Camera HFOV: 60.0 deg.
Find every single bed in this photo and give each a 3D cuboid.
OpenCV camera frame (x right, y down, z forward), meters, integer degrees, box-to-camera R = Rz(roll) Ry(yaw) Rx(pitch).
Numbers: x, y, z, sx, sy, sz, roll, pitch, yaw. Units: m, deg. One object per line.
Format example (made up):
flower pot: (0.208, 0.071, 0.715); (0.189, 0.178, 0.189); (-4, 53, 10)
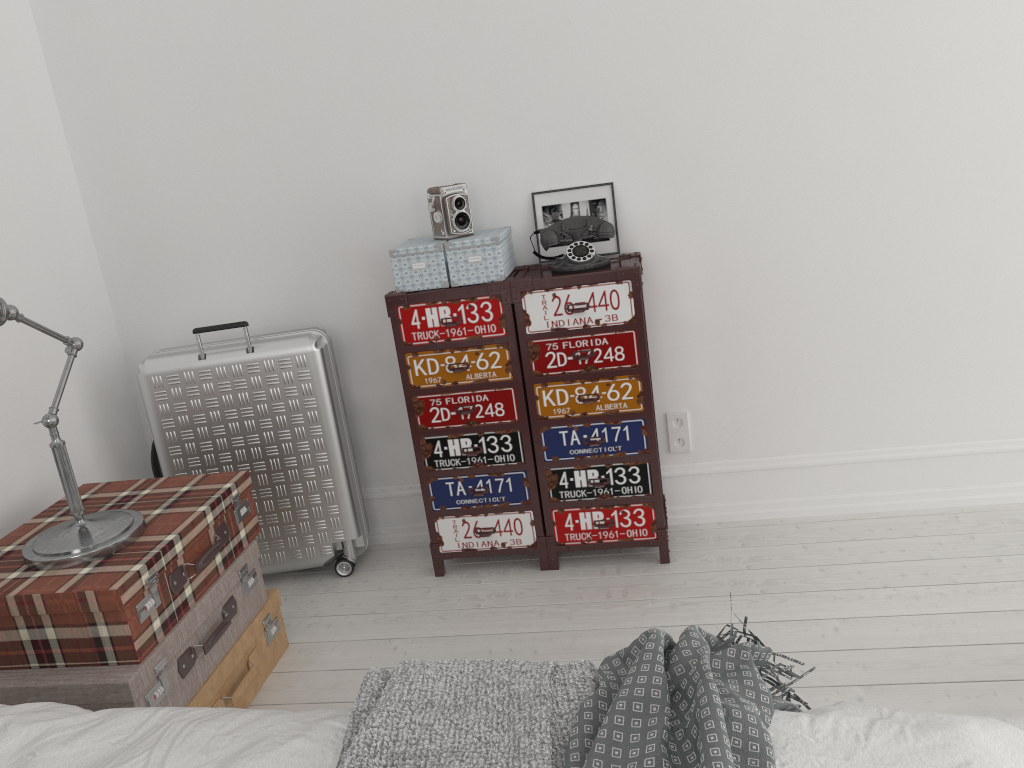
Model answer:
bed: (-0.469, 0.838, 0.551); (2.473, 0.926, 2.217); (-5, 16, 10)

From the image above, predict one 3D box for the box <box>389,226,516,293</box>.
box: (-0.174, -0.381, 2.703); (0.332, 0.131, 0.242); (-5, 16, 10)

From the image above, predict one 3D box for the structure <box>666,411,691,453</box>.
structure: (0.548, 0.160, 2.919); (0.070, 0.140, 0.009); (-5, 16, 10)

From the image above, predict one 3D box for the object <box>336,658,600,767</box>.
object: (-0.187, 0.926, 0.525); (0.521, 0.500, 2.236); (-5, 16, 13)

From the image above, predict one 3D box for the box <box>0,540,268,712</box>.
box: (-0.975, 0.634, 2.209); (0.537, 0.185, 0.647); (-5, 16, 10)

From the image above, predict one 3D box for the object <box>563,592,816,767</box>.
object: (0.166, 0.786, 0.452); (0.536, 0.377, 2.154); (-5, 16, 12)

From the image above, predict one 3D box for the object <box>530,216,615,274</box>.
object: (0.182, -0.420, 2.642); (0.216, 0.155, 0.181); (5, 20, 38)

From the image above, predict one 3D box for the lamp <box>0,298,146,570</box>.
lamp: (-1.071, 0.070, 1.932); (0.269, 0.699, 0.488); (-5, 16, 10)

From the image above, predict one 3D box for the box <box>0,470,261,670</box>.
box: (-0.997, 0.442, 2.214); (0.537, 0.185, 0.647); (-5, 16, 10)

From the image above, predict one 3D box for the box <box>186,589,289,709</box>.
box: (-0.942, 0.793, 2.313); (0.537, 0.185, 0.647); (-5, 16, 10)

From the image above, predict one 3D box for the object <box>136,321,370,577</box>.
object: (-0.862, 0.225, 2.941); (0.647, 0.902, 0.208); (-8, 16, 0)

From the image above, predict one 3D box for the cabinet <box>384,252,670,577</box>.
cabinet: (0.073, 0.111, 2.810); (0.762, 0.942, 0.281); (-5, 16, 10)

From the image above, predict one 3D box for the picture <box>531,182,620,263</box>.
picture: (0.198, -0.499, 2.753); (0.254, 0.218, 0.037); (-5, 16, 10)

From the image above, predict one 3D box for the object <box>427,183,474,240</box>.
object: (-0.177, -0.520, 2.664); (0.121, 0.157, 0.117); (-17, 18, -29)
